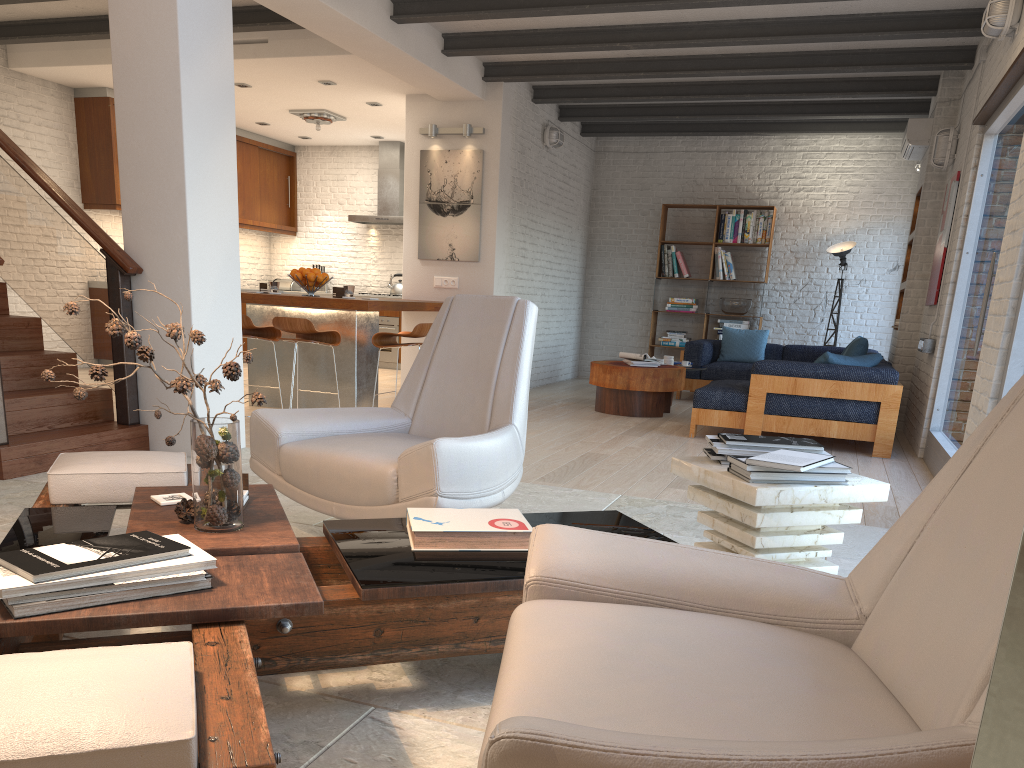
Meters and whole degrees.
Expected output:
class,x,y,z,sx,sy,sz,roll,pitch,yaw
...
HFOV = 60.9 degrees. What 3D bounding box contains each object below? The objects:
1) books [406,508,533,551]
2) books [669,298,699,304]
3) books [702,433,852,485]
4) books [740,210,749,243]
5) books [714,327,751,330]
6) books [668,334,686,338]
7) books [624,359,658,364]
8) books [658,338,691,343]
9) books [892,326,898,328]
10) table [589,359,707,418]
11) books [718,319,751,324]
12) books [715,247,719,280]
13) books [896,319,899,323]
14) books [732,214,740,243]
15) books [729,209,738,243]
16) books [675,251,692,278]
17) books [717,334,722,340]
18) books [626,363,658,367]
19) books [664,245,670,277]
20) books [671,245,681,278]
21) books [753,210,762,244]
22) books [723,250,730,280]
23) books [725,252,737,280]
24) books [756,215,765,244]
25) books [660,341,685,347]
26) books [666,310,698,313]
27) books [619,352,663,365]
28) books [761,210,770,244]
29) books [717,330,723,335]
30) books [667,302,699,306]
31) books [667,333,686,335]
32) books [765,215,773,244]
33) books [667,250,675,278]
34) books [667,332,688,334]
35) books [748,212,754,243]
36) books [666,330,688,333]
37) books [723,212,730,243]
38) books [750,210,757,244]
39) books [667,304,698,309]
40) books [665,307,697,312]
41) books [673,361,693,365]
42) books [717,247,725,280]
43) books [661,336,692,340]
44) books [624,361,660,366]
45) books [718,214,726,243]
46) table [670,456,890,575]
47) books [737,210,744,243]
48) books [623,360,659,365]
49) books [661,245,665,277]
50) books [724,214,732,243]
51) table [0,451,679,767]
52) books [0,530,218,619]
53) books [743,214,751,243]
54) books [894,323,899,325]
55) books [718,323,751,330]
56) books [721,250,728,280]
class,x,y,z,sx,sy,sz,roll,pitch,yaw
books,-0.122,0.401,2.420,0.327,0.058,0.246,2,6,-10
books,2.159,-1.045,10.941,0.324,0.057,0.248,6,7,21
books,0.846,0.244,2.787,0.389,0.082,0.550,4,6,4
books,2.803,-1.884,10.500,0.036,0.398,0.236,9,14,20
books,2.743,-0.676,10.811,0.441,0.021,0.265,5,6,19
books,2.096,-0.612,11.088,0.204,0.035,0.129,5,7,19
books,1.201,-0.214,8.142,0.253,0.011,0.307,3,6,-6
books,2.075,-0.559,11.095,0.377,0.038,0.237,5,6,19
books,3.724,-0.542,8.316,0.160,0.018,0.247,6,7,30
table,1.296,0.007,8.740,1.066,0.463,1.787,7,7,25
books,2.756,-0.771,10.797,0.377,0.038,0.237,5,6,19
books,2.535,-1.475,10.713,0.100,0.398,0.236,8,14,20
books,3.734,-0.593,8.294,0.131,0.035,0.201,7,7,30
books,2.727,-1.864,10.543,0.055,0.342,0.247,8,13,20
books,2.679,-1.894,10.537,0.036,0.398,0.236,9,14,20
books,2.136,-1.481,10.860,0.193,0.331,0.247,8,13,19
books,2.747,-0.575,10.834,0.379,0.067,0.236,4,6,6
books,1.212,-0.182,8.157,0.252,0.011,0.307,3,6,-1
books,1.947,-1.530,10.904,0.090,0.399,0.236,8,14,20
books,2.043,-1.518,10.859,0.120,0.396,0.236,8,14,19
books,2.946,-1.871,10.452,0.036,0.398,0.236,9,14,20
books,2.638,-1.448,10.678,0.124,0.362,0.263,8,13,19
books,2.678,-1.434,10.652,0.157,0.341,0.247,8,13,19
books,2.986,-1.839,10.440,0.055,0.342,0.247,8,13,20
books,2.089,-0.510,11.093,0.322,0.057,0.249,6,7,29
books,2.143,-0.912,10.976,0.353,0.021,0.265,5,6,19
books,1.217,-0.234,8.214,0.270,0.113,0.314,-2,9,-38
books,3.034,-1.863,10.423,0.036,0.398,0.236,9,14,20
books,2.721,-0.638,10.816,0.325,0.057,0.247,5,6,14
books,2.150,-1.007,10.957,0.353,0.021,0.264,5,6,18
books,2.094,-0.640,11.089,0.235,0.019,0.166,4,6,12
books,3.084,-1.833,10.430,0.055,0.342,0.247,8,13,20
books,2.001,-1.501,10.912,0.102,0.346,0.246,8,13,20
books,2.099,-0.652,11.077,0.241,0.008,0.152,5,6,19
books,2.883,-1.863,10.476,0.020,0.372,0.263,9,13,20
books,2.097,-0.664,11.060,0.250,0.018,0.158,5,6,19
books,2.602,-1.889,10.580,0.020,0.372,0.263,9,13,20
books,2.915,-1.875,10.476,0.036,0.398,0.236,9,14,20
books,2.144,-0.977,10.945,0.378,0.038,0.237,4,6,13
books,2.134,-0.941,10.965,0.378,0.038,0.237,5,6,14
books,1.761,-0.221,9.195,0.231,0.023,0.157,1,6,-22
books,2.562,-1.470,10.680,0.103,0.398,0.236,8,14,19
books,2.088,-0.584,11.073,0.378,0.019,0.237,4,6,12
books,1.215,-0.194,8.170,0.253,0.011,0.307,2,6,-11
books,2.566,-1.878,10.597,0.055,0.342,0.247,8,13,20
table,0.850,0.533,2.919,0.494,0.523,0.477,-1,12,-20
books,2.765,-1.886,10.502,0.036,0.398,0.236,9,14,20
books,1.204,-0.204,8.152,0.253,0.011,0.307,2,6,-11
books,1.909,-1.532,10.909,0.090,0.399,0.236,8,14,20
books,2.632,-1.870,10.556,0.055,0.342,0.247,8,13,20
table,-0.487,0.556,2.302,1.969,0.445,2.133,1,6,-20
books,-0.829,0.374,1.759,0.397,0.077,0.244,-2,8,-38
books,2.841,-1.851,10.479,0.055,0.342,0.247,8,13,20
books,3.729,-0.566,8.295,0.169,0.019,0.230,5,6,22
books,2.759,-0.719,10.814,0.378,0.067,0.237,5,7,13
books,2.614,-1.450,10.677,0.124,0.362,0.263,8,13,19
